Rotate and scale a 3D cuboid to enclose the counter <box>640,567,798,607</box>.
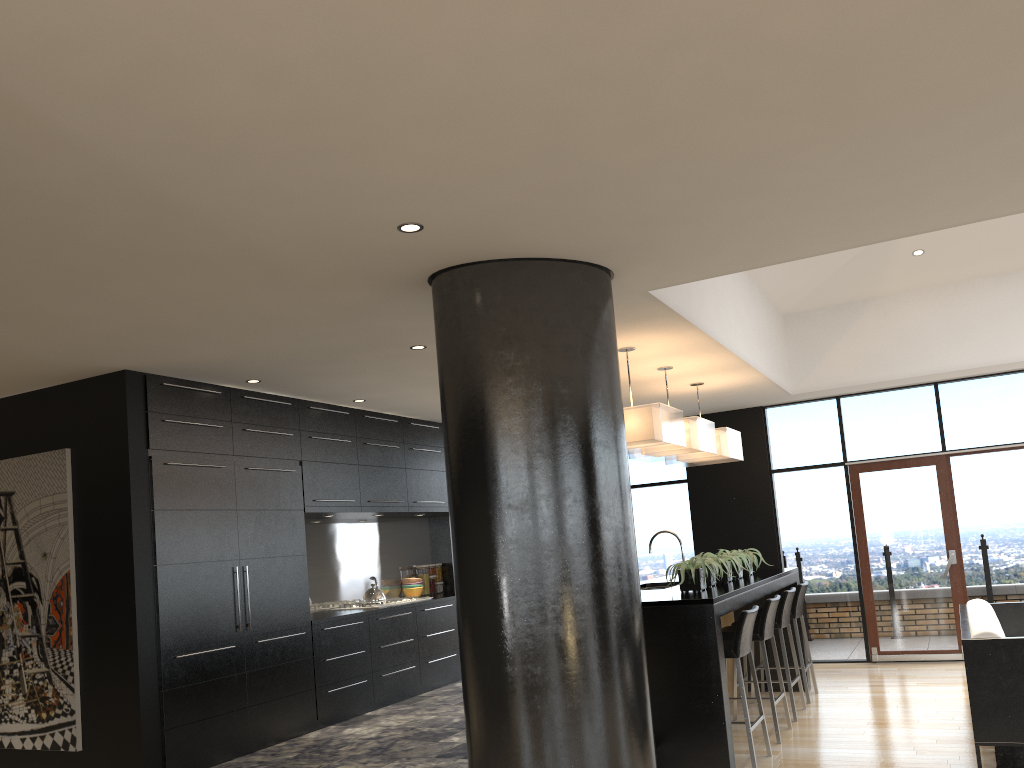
[{"bbox_3d":[1.331,1.541,6.737,1.186,0.031,3.137,-10,-12,25],"label":"counter"}]

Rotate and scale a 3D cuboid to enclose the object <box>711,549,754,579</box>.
[{"bbox_3d":[1.749,1.406,6.932,0.407,0.236,0.402,3,-12,-39],"label":"object"}]

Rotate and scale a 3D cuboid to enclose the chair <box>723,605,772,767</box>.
[{"bbox_3d":[1.322,1.901,5.550,0.522,0.954,0.478,-8,-7,26],"label":"chair"}]

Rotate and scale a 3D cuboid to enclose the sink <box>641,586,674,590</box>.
[{"bbox_3d":[1.105,1.667,6.796,0.463,0.158,0.929,-9,-11,25],"label":"sink"}]

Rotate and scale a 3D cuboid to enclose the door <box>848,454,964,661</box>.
[{"bbox_3d":[3.921,1.737,8.751,0.902,1.973,0.095,-8,-6,26],"label":"door"}]

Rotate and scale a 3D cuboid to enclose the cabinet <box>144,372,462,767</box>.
[{"bbox_3d":[-1.206,1.585,8.114,0.732,2.495,5.768,-7,-10,25],"label":"cabinet"}]

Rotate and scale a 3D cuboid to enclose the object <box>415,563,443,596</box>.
[{"bbox_3d":[-0.863,2.056,9.287,0.114,0.312,0.368,-8,-9,26],"label":"object"}]

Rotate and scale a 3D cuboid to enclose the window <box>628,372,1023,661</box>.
[{"bbox_3d":[3.661,-0.926,1.746,10.148,4.730,16.053,-7,-10,12],"label":"window"}]

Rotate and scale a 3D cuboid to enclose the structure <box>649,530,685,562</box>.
[{"bbox_3d":[1.074,1.659,6.860,0.659,1.006,2.796,-8,-10,25],"label":"structure"}]

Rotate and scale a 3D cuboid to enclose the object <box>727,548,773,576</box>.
[{"bbox_3d":[1.872,1.476,7.303,0.398,0.215,0.411,3,-12,-39],"label":"object"}]

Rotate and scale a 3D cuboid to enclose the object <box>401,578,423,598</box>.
[{"bbox_3d":[-1.004,2.063,8.936,0.186,0.203,0.206,-9,-9,27],"label":"object"}]

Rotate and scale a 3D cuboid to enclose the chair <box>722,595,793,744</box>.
[{"bbox_3d":[1.673,2.002,6.253,0.522,0.954,0.478,-8,-7,26],"label":"chair"}]

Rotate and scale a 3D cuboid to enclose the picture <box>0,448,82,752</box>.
[{"bbox_3d":[-3.231,1.420,5.764,1.161,1.854,0.077,-8,-6,26],"label":"picture"}]

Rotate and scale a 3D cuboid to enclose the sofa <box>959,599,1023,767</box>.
[{"bbox_3d":[3.334,1.814,5.560,0.842,0.794,2.046,-9,-10,25],"label":"sofa"}]

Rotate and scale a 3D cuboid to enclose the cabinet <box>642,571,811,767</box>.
[{"bbox_3d":[1.375,2.068,6.690,1.186,1.025,3.136,-9,-11,25],"label":"cabinet"}]

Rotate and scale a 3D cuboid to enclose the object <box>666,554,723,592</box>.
[{"bbox_3d":[1.161,1.258,5.862,0.407,0.236,0.402,3,-12,-39],"label":"object"}]

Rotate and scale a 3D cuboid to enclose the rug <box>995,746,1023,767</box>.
[{"bbox_3d":[4.235,2.068,5.180,2.496,0.011,3.054,-10,-12,26],"label":"rug"}]

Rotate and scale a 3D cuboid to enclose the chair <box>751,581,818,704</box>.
[{"bbox_3d":[2.286,2.177,7.482,0.522,0.954,0.478,-8,-7,26],"label":"chair"}]

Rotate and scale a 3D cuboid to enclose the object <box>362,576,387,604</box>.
[{"bbox_3d":[-1.230,1.822,7.831,0.222,0.227,0.223,-7,-8,18],"label":"object"}]

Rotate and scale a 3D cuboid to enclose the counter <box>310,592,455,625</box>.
[{"bbox_3d":[-1.191,2.037,8.083,0.734,0.033,2.881,-10,-12,25],"label":"counter"}]

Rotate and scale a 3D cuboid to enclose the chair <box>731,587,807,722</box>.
[{"bbox_3d":[1.985,2.091,6.879,0.522,0.954,0.478,-8,-7,26],"label":"chair"}]

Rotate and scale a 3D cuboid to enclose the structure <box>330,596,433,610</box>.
[{"bbox_3d":[-1.176,2.011,8.076,0.523,0.066,0.907,-10,-11,25],"label":"structure"}]

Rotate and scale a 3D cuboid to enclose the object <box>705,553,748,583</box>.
[{"bbox_3d":[1.583,1.369,6.594,0.407,0.215,0.402,3,-12,-39],"label":"object"}]

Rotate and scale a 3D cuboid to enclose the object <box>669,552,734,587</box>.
[{"bbox_3d":[1.366,1.306,6.217,0.398,0.236,0.411,3,-12,-39],"label":"object"}]
